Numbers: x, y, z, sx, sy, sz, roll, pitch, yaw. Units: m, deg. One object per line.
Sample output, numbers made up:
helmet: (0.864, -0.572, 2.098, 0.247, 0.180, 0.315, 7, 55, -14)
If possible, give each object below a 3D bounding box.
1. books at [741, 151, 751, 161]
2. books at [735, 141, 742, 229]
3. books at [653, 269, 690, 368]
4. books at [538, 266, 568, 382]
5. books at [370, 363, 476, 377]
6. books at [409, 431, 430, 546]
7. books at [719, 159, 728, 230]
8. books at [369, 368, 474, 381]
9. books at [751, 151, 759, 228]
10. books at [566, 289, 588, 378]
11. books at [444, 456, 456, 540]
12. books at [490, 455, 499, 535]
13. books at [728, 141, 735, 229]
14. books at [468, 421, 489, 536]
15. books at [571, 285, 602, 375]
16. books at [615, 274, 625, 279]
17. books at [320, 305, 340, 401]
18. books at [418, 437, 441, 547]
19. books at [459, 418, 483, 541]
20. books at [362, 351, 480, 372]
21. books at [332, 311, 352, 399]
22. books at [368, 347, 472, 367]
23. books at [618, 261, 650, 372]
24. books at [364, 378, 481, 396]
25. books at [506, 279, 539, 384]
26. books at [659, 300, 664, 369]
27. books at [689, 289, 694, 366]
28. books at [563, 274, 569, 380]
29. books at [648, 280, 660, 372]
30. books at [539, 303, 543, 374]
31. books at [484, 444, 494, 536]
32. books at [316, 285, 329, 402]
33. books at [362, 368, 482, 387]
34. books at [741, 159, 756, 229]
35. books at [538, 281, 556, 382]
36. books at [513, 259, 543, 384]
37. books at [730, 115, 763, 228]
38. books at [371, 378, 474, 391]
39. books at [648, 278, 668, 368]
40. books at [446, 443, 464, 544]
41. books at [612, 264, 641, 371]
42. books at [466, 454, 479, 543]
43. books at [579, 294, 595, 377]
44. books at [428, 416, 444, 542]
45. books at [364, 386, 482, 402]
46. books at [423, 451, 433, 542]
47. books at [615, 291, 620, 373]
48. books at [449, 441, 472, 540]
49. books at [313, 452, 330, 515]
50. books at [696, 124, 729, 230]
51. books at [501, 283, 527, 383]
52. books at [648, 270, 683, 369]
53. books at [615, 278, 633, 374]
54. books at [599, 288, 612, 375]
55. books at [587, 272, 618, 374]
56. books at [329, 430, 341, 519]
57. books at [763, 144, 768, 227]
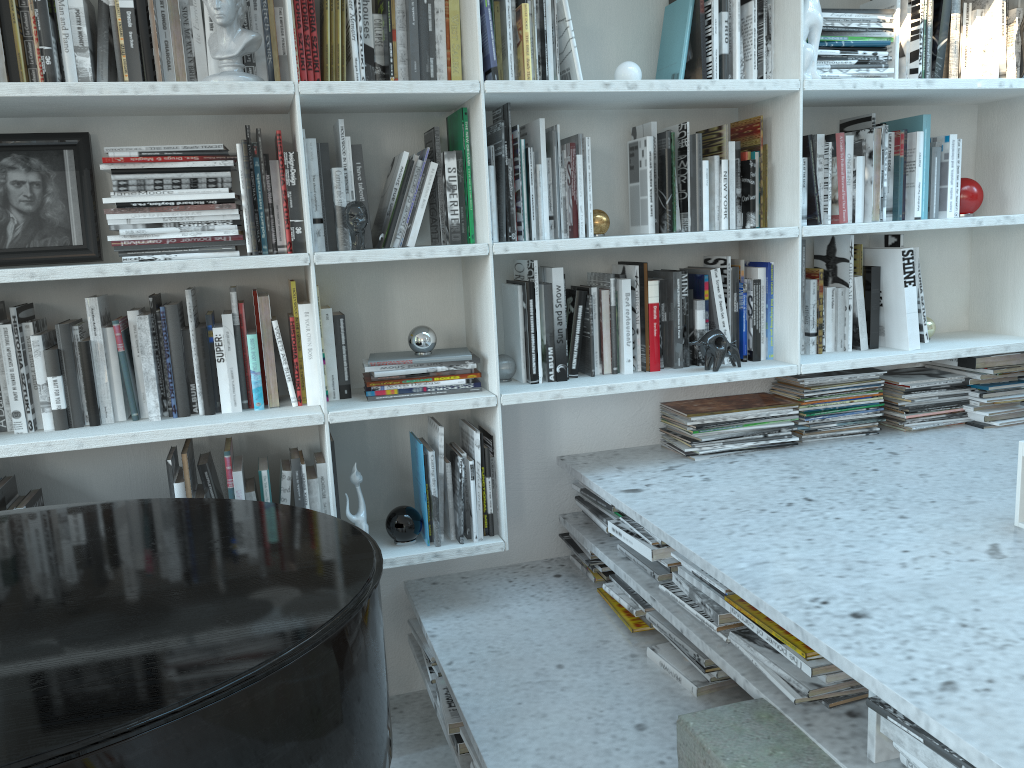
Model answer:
books: (0.627, -0.540, 2.489, 0.016, 0.205, 0.141, -6, 11, -15)
books: (0.594, -0.549, 2.476, 0.021, 0.232, 0.155, -6, 11, -15)
books: (0.448, -0.187, 2.492, 0.026, 0.263, 0.169, -6, 11, -15)
books: (0.098, -0.165, 2.373, 0.030, 0.295, 0.188, -6, 11, -15)
books: (-0.233, -0.045, 2.252, 0.254, 0.012, 0.160, -6, 10, -15)
books: (-0.237, 0.265, 2.271, 0.005, 0.264, 0.162, -6, 11, -15)
books: (0.542, -0.518, 2.450, 0.019, 0.183, 0.190, -6, 10, -15)
books: (-0.234, -0.035, 2.264, 0.254, 0.012, 0.160, -5, 10, -10)
books: (0.644, -0.539, 2.484, 0.013, 0.204, 0.158, -6, 11, -15)
books: (0.151, -0.142, 2.409, 0.065, 0.232, 0.161, -6, 11, -15)
books: (-0.173, 0.287, 2.303, 0.013, 0.203, 0.139, -6, 11, -15)
books: (-0.068, 0.275, 2.334, 0.012, 0.206, 0.160, -6, 11, -15)
books: (0.564, -0.543, 2.455, 0.018, 0.230, 0.181, -6, 11, -15)
books: (-0.095, 0.245, 2.323, 0.015, 0.271, 0.157, -6, 11, -15)
books: (0.203, -0.151, 2.434, 0.029, 0.235, 0.142, -6, 11, -15)
books: (0.292, -0.175, 2.471, 0.016, 0.261, 0.098, -6, 11, -15)
books: (-0.467, -0.082, 2.251, 0.027, 0.229, 0.141, -6, 11, -15)
books: (-0.213, 0.273, 2.271, 0.014, 0.246, 0.176, -6, 11, -15)
books: (-0.107, 0.243, 2.296, 0.021, 0.285, 0.172, -6, 11, -15)
books: (-0.235, -0.059, 2.258, 0.285, 0.012, 0.159, -5, 10, -11)
books: (-0.440, -0.076, 2.263, 0.030, 0.211, 0.136, -6, 11, -15)
books: (-0.234, -0.070, 2.249, 0.254, 0.012, 0.160, -4, 10, -6)
books: (0.335, -0.189, 2.444, 0.012, 0.293, 0.174, -6, 11, -15)
books: (-0.232, 0.001, 2.271, 0.285, 0.012, 0.159, -5, 10, -10)
books: (0.028, -0.142, 2.356, 0.023, 0.263, 0.186, -6, 11, -15)
books: (0.379, -0.169, 2.478, 0.025, 0.238, 0.156, -6, 11, -15)
books: (0.472, -0.164, 2.504, 0.022, 0.211, 0.135, -6, 11, -15)
books: (0.115, -0.160, 2.389, 0.010, 0.277, 0.173, -6, 11, -15)
books: (0.356, -0.167, 2.457, 0.031, 0.244, 0.184, -6, 11, -15)
books: (0.048, -0.138, 2.390, 0.015, 0.241, 0.152, -6, 11, -15)
books: (-0.077, 0.265, 2.316, 0.013, 0.233, 0.149, -6, 11, -15)
books: (-0.488, -0.108, 2.241, 0.012, 0.285, 0.159, -6, 11, -15)
books: (-0.233, -0.022, 2.262, 0.285, 0.012, 0.159, -5, 10, -12)
books: (0.620, -0.522, 2.460, 0.016, 0.181, 0.189, -6, 10, -15)
books: (0.073, -0.144, 2.371, 0.023, 0.257, 0.177, -6, 11, -15)
books: (0.042, -0.171, 2.356, 0.010, 0.317, 0.186, -6, 11, -15)
books: (0.654, -0.584, 2.471, 0.007, 0.296, 0.161, -6, 11, -15)
books: (-0.232, -0.011, 2.266, 0.254, 0.012, 0.160, -5, 10, -9)
books: (0.399, -0.174, 2.490, 0.021, 0.243, 0.131, -6, 11, -15)
books: (-0.148, 0.278, 2.283, 0.026, 0.225, 0.174, -6, 11, -15)
books: (0.317, -0.187, 2.462, 0.012, 0.285, 0.159, -6, 11, -15)
books: (-0.118, 0.282, 2.292, 0.011, 0.212, 0.178, -6, 11, -15)
books: (0.187, -0.139, 2.421, 0.011, 0.217, 0.175, -6, 11, -15)
books: (-0.197, 0.241, 2.290, 0.032, 0.301, 0.148, -6, 11, -15)
books: (-0.231, 0.013, 2.269, 0.285, 0.012, 0.159, -5, 10, -12)
books: (-0.230, 0.280, 2.285, 0.012, 0.229, 0.129, -6, 11, -15)
books: (0.260, -0.149, 2.449, 0.012, 0.222, 0.153, -6, 11, -15)
books: (-0.134, 0.273, 2.304, 0.012, 0.226, 0.149, -6, 11, -15)
books: (-0.480, 0.297, 2.260, 0.025, 0.229, 0.133, -6, 11, -15)
books: (0.551, -0.564, 2.448, 0.006, 0.275, 0.172, -6, 11, -15)
books: (0.005, -0.139, 2.371, 0.012, 0.254, 0.160, -6, 11, -15)
books: (0.425, -0.184, 2.479, 0.026, 0.263, 0.173, -6, 11, -15)
books: (0.282, -0.164, 2.436, 0.025, 0.253, 0.181, -6, 11, -15)
books: (0.230, -0.149, 2.438, 0.024, 0.228, 0.159, -6, 11, -15)
books: (0.248, -0.170, 2.437, 0.014, 0.268, 0.171, -6, 11, -15)
books: (-0.453, 0.268, 2.255, 0.012, 0.285, 0.159, -6, 11, -15)
books: (0.681, -0.555, 2.507, 0.009, 0.224, 0.145, -6, 11, -15)
